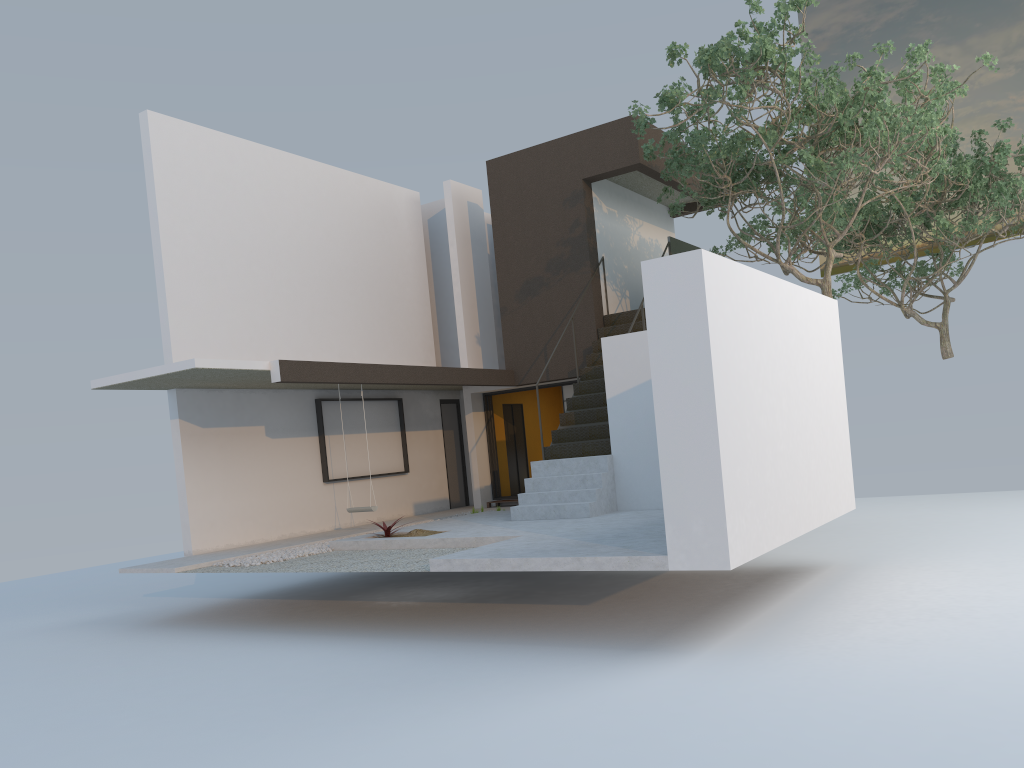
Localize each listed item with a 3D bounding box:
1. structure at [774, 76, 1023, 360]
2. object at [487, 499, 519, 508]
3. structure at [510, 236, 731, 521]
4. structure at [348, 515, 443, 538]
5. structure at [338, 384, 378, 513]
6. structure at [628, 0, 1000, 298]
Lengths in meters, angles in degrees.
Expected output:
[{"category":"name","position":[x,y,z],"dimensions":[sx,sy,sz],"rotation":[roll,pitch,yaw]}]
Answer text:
[{"category":"structure","position":[8.010,-2.812,16.969],"dimensions":[5.520,4.708,7.293],"rotation":[-6,-3,13]},{"category":"object","position":[-0.057,2.092,15.491],"dimensions":[0.706,0.101,0.348],"rotation":[-8,-5,33]},{"category":"structure","position":[2.066,-0.230,13.804],"dimensions":[1.163,3.950,6.525],"rotation":[-5,-2,33]},{"category":"structure","position":[-1.369,1.803,10.928],"dimensions":[1.209,0.292,0.744],"rotation":[-8,-4,33]},{"category":"structure","position":[-2.139,0.824,12.084],"dimensions":[0.464,1.870,0.128],"rotation":[-5,1,33]},{"category":"structure","position":[3.952,-2.686,11.782],"dimensions":[4.343,3.704,5.739],"rotation":[-6,-3,13]}]
